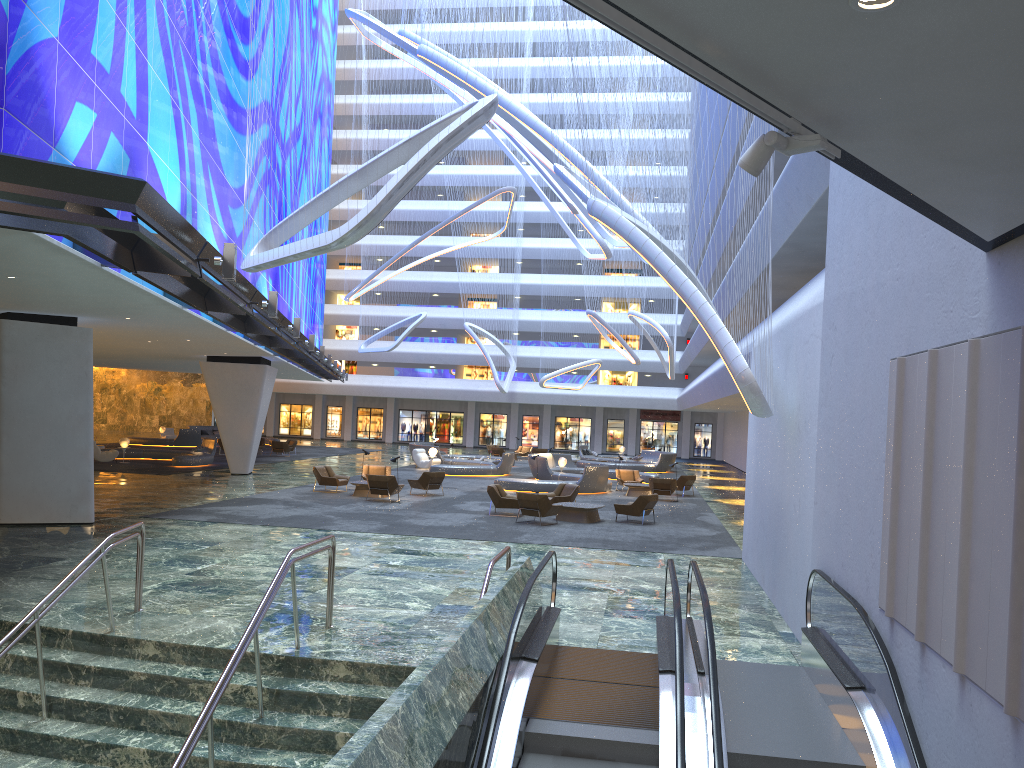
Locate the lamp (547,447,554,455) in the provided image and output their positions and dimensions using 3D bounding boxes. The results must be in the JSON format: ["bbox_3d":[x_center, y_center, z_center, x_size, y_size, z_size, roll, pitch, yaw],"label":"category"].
[{"bbox_3d":[1.679,3.362,38.220,0.384,1.300,0.202,3,0,26],"label":"lamp"}]

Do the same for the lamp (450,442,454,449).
[{"bbox_3d":[-2.595,3.162,38.238,0.202,1.300,0.384,3,0,-16],"label":"lamp"}]

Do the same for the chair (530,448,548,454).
[{"bbox_3d":[1.546,4.053,50.629,0.930,0.766,0.939,3,-1,-13],"label":"chair"}]

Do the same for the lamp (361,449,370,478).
[{"bbox_3d":[-4.678,2.714,28.083,0.202,1.300,0.384,3,0,25],"label":"lamp"}]

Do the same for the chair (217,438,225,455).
[{"bbox_3d":[-13.948,3.075,43.426,0.939,0.766,0.929,3,-1,-20],"label":"chair"}]

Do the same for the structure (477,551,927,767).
[{"bbox_3d":[0.291,5.690,0.559,3.016,8.237,19.842,3,-2,9],"label":"structure"}]

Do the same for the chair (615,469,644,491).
[{"bbox_3d":[4.294,3.563,32.632,0.929,0.766,0.939,3,-1,-8],"label":"chair"}]

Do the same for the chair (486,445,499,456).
[{"bbox_3d":[-1.001,3.984,52.112,0.930,0.766,0.938,4,-1,-38],"label":"chair"}]

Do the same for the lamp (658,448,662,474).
[{"bbox_3d":[7.450,3.855,44.653,0.202,1.300,0.384,3,0,-32],"label":"lamp"}]

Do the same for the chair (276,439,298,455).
[{"bbox_3d":[-11.669,3.267,45.881,0.939,0.766,0.929,4,-2,-43],"label":"chair"}]

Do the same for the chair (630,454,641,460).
[{"bbox_3d":[7.251,4.301,50.043,0.938,0.766,0.930,2,-2,42],"label":"chair"}]

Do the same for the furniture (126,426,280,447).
[{"bbox_3d":[-18.266,3.044,52.324,5.182,0.969,9.937,2,-2,26],"label":"furniture"}]

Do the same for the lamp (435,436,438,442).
[{"bbox_3d":[-3.961,3.363,45.953,0.202,1.300,0.384,3,0,-37],"label":"lamp"}]

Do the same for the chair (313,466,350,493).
[{"bbox_3d":[-5.537,2.907,27.047,0.938,0.766,0.930,2,-1,17],"label":"chair"}]

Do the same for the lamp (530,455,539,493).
[{"bbox_3d":[0.775,3.038,30.020,0.384,1.300,0.202,3,0,26],"label":"lamp"}]

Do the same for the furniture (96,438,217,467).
[{"bbox_3d":[-16.678,2.573,36.484,9.921,0.969,5.191,2,-2,26],"label":"furniture"}]

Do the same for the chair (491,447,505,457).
[{"bbox_3d":[-0.620,3.905,49.313,0.939,0.766,0.929,4,-2,-40],"label":"chair"}]

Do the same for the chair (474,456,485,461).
[{"bbox_3d":[-2.108,3.767,43.483,1.786,0.501,0.585,4,-1,-27],"label":"chair"}]

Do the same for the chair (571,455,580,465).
[{"bbox_3d":[3.484,4.232,49.336,0.586,0.501,0.491,2,-1,43],"label":"chair"}]

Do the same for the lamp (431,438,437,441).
[{"bbox_3d":[-3.882,3.284,43.541,0.384,1.300,0.202,3,0,2],"label":"lamp"}]

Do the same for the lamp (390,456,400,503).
[{"bbox_3d":[-3.276,2.670,24.873,0.384,1.300,0.202,3,0,26],"label":"lamp"}]

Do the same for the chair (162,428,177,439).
[{"bbox_3d":[-20.010,3.017,51.732,0.729,0.882,1.156,3,-1,-37],"label":"chair"}]

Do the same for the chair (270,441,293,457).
[{"bbox_3d":[-11.464,3.209,43.928,0.929,0.766,0.939,3,-1,7],"label":"chair"}]

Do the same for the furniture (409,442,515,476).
[{"bbox_3d":[-2.464,3.396,40.924,5.185,0.969,9.932,3,-2,1],"label":"furniture"}]

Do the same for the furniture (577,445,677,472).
[{"bbox_3d":[6.251,4.086,49.060,5.184,0.969,9.933,3,-2,5],"label":"furniture"}]

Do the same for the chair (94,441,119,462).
[{"bbox_3d":[-16.089,2.617,34.742,1.158,0.882,0.728,4,-1,-37],"label":"chair"}]

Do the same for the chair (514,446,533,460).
[{"bbox_3d":[0.691,4.073,52.397,0.929,0.766,0.939,2,-1,27],"label":"chair"}]

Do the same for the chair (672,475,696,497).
[{"bbox_3d":[6.011,3.611,31.680,0.938,0.766,0.930,2,-2,42],"label":"chair"}]

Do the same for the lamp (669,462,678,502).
[{"bbox_3d":[5.337,3.226,29.248,0.384,1.300,0.202,3,0,26],"label":"lamp"}]

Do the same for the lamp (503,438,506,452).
[{"bbox_3d":[-0.401,3.637,49.037,0.202,1.300,0.384,3,0,-29],"label":"lamp"}]

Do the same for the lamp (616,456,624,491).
[{"bbox_3d":[3.934,3.270,32.459,0.202,1.300,0.384,3,0,25],"label":"lamp"}]

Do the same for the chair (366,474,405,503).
[{"bbox_3d":[-3.616,2.927,24.979,0.929,0.766,0.939,2,-1,15],"label":"chair"}]

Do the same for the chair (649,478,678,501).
[{"bbox_3d":[4.997,3.483,29.355,0.929,0.766,0.939,2,-1,15],"label":"chair"}]

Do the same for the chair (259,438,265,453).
[{"bbox_3d":[-13.358,3.198,46.188,0.930,0.766,0.938,3,-1,-18],"label":"chair"}]

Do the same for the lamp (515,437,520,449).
[{"bbox_3d":[0.299,3.788,52.471,0.384,1.300,0.202,3,0,-30],"label":"lamp"}]

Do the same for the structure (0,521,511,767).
[{"bbox_3d":[-6.130,5.439,1.089,9.302,8.398,19.747,3,-2,9],"label":"structure"}]

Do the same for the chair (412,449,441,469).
[{"bbox_3d":[-3.815,3.365,39.655,1.156,0.882,0.729,2,-1,28],"label":"chair"}]

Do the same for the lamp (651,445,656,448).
[{"bbox_3d":[7.776,4.010,48.699,0.384,1.300,0.202,3,0,8],"label":"lamp"}]

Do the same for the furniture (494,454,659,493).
[{"bbox_3d":[2.209,3.395,34.467,5.182,0.969,9.937,2,-2,26],"label":"furniture"}]
